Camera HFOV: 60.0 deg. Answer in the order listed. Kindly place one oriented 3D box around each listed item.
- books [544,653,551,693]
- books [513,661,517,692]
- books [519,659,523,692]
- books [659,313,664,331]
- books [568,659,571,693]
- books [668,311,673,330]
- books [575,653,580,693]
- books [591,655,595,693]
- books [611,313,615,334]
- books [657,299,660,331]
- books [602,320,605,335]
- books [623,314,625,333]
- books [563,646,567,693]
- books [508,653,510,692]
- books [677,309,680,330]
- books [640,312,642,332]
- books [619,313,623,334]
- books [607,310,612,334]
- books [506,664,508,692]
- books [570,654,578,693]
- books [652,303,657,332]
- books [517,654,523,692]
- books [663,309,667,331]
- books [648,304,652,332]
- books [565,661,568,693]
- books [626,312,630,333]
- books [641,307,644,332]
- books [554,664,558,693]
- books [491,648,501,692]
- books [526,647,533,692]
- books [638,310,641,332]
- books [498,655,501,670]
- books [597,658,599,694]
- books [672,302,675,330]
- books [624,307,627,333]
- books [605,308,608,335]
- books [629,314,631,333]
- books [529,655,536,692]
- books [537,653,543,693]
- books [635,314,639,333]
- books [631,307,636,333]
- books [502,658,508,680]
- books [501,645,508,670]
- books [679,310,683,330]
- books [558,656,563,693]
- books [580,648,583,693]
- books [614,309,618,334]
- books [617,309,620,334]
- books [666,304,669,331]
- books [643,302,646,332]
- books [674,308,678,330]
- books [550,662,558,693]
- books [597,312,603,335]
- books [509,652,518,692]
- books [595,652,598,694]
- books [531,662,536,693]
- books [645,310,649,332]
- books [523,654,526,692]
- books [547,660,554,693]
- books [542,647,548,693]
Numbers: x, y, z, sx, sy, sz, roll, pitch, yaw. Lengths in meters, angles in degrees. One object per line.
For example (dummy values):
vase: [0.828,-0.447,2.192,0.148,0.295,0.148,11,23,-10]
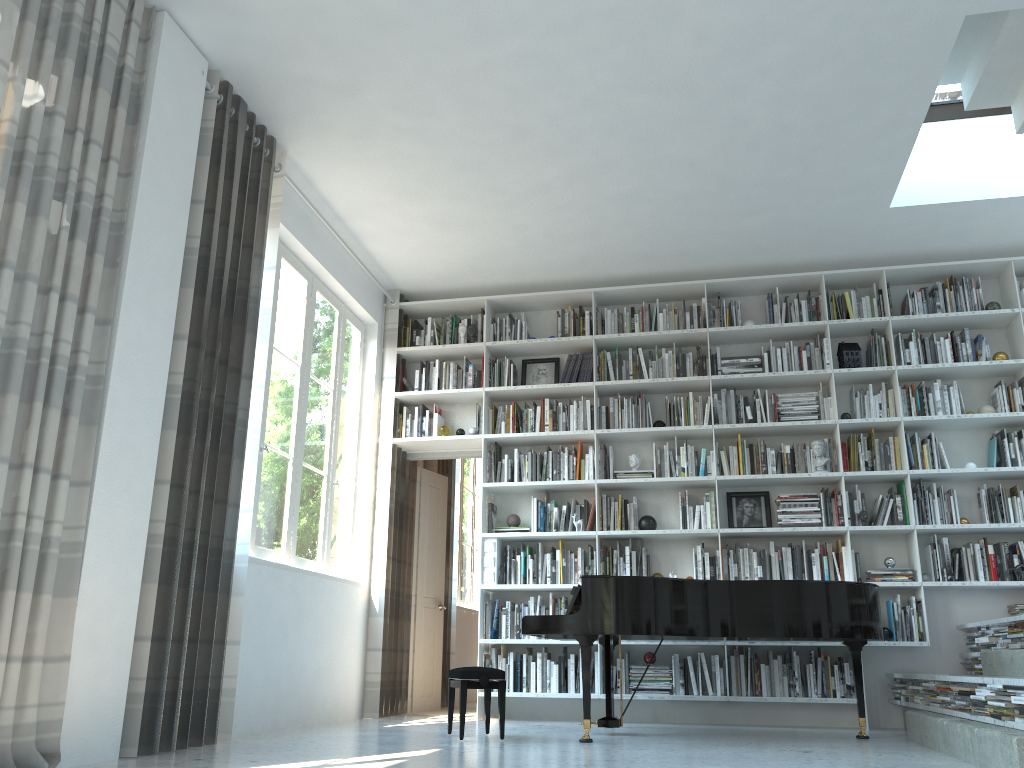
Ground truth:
books: [0.249,2.027,6.230,0.025,0.265,0.160,-3,-17,12]
books: [0.038,2.072,6.280,0.022,0.205,0.159,-3,-17,12]
books: [0.080,2.060,6.267,0.022,0.220,0.163,-3,-17,12]
books: [1.148,-0.422,6.786,0.031,0.189,0.182,-3,-18,12]
books: [0.411,2.041,6.200,0.022,0.224,0.141,-3,-17,12]
books: [1.220,-0.431,6.792,0.029,0.213,0.142,-3,-17,12]
books: [0.473,2.025,6.213,0.040,0.263,0.138,-3,-17,12]
books: [0.554,2.022,6.186,0.065,0.255,0.156,-3,-17,12]
books: [0.789,-0.417,6.863,0.023,0.219,0.182,-3,-17,12]
books: [1.128,-0.478,6.816,0.014,0.314,0.166,-3,-17,12]
books: [0.717,-0.391,6.886,0.024,0.182,0.134,-3,-17,12]
books: [0.871,-0.416,6.844,0.015,0.206,0.167,-3,-17,12]
books: [0.374,2.006,6.233,0.013,0.309,0.131,-3,-17,12]
books: [-0.006,2.041,6.276,0.013,0.261,0.174,-3,-17,12]
books: [1.269,-0.441,6.749,0.013,0.206,0.178,-3,-17,12]
books: [0.999,-0.427,6.817,0.011,0.215,0.160,-3,-17,12]
books: [0.847,-0.419,6.836,0.029,0.207,0.179,-3,-17,12]
books: [0.763,-0.431,6.877,0.031,0.254,0.146,-3,-17,12]
books: [-0.019,2.083,6.286,0.022,0.185,0.146,-3,-17,12]
books: [0.435,2.024,6.197,0.027,0.255,0.179,-3,-17,12]
books: [1.093,-0.460,6.804,0.052,0.272,0.173,-3,-17,12]
books: [0.060,2.049,6.285,0.022,0.251,0.140,-3,-17,12]
books: [1.178,-0.442,6.795,0.026,0.235,0.135,-3,-17,12]
books: [1.062,-0.459,6.813,0.013,0.275,0.165,-3,-17,12]
books: [0.391,2.051,6.214,0.024,0.213,0.137,-3,-17,12]
books: [0.906,-0.422,6.868,0.025,0.234,0.130,-3,-17,12]
books: [1.011,-0.444,6.821,0.013,0.250,0.184,-3,-17,12]
books: [0.323,2.058,6.196,0.031,0.187,0.190,-3,-18,12]
books: [-0.108,2.035,6.314,0.044,0.292,0.182,-3,-17,12]
books: [0.122,2.017,6.261,0.013,0.299,0.184,-3,-17,12]
books: [0.989,-0.433,6.830,0.013,0.233,0.155,-3,-17,12]
books: [-0.073,2.058,6.307,0.024,0.245,0.143,-3,-17,12]
books: [0.613,2.017,6.130,0.017,0.232,0.213,-3,-18,12]
books: [1.236,-0.466,6.770,0.014,0.265,0.192,-3,-17,12]
books: [0.883,-0.443,6.852,0.010,0.263,0.161,-3,-17,12]
books: [0.742,-0.435,6.904,0.021,0.278,0.141,-3,-17,12]
books: [0.922,-0.416,6.854,0.012,0.215,0.150,-3,-17,12]
books: [0.143,2.048,6.269,0.022,0.245,0.135,-3,-17,12]
books: [0.208,2.029,6.238,0.031,0.265,0.187,-3,-17,12]
books: [0.968,-0.415,6.832,0.030,0.200,0.152,-3,-17,12]
books: [0.942,-0.442,6.856,0.028,0.267,0.152,-3,-17,12]
books: [-0.042,2.063,6.289,0.022,0.225,0.155,-3,-17,12]
books: [-0.056,2.022,6.311,0.011,0.317,0.158,-3,-17,12]
books: [1.287,-0.439,6.741,0.026,0.199,0.188,-3,-18,12]
books: [0.350,2.030,6.198,0.023,0.243,0.188,-3,-17,12]
books: [0.497,2.000,6.184,0.021,0.294,0.188,-3,-17,12]
books: [0.813,-0.432,6.866,0.023,0.250,0.171,-3,-17,12]
books: [0.829,-0.434,6.858,0.012,0.249,0.174,-3,-17,12]
books: [1.198,-0.459,6.796,0.014,0.268,0.157,-3,-17,12]
books: [1.023,-0.467,6.827,0.010,0.298,0.151,-3,-17,12]
books: [1.255,-0.446,6.767,0.021,0.228,0.161,-3,-17,12]
books: [0.295,2.053,6.211,0.028,0.205,0.171,-3,-17,12]
books: [0.688,-0.420,6.885,0.029,0.236,0.156,-3,-17,12]
books: [0.013,2.039,6.278,0.023,0.265,0.177,-3,-17,12]
books: [0.600,2.010,6.181,0.027,0.275,0.144,-3,-17,12]
books: [0.164,2.061,6.234,0.030,0.201,0.168,-3,-17,12]
books: [1.045,-0.434,6.825,0.029,0.235,0.130,-3,-17,12]
books: [0.105,2.044,6.272,0.027,0.256,0.160,-3,-17,12]
books: [0.271,2.048,6.218,0.021,0.217,0.191,-3,-17,12]
books: [0.234,2.015,6.257,0.014,0.303,0.140,-3,-17,12]
